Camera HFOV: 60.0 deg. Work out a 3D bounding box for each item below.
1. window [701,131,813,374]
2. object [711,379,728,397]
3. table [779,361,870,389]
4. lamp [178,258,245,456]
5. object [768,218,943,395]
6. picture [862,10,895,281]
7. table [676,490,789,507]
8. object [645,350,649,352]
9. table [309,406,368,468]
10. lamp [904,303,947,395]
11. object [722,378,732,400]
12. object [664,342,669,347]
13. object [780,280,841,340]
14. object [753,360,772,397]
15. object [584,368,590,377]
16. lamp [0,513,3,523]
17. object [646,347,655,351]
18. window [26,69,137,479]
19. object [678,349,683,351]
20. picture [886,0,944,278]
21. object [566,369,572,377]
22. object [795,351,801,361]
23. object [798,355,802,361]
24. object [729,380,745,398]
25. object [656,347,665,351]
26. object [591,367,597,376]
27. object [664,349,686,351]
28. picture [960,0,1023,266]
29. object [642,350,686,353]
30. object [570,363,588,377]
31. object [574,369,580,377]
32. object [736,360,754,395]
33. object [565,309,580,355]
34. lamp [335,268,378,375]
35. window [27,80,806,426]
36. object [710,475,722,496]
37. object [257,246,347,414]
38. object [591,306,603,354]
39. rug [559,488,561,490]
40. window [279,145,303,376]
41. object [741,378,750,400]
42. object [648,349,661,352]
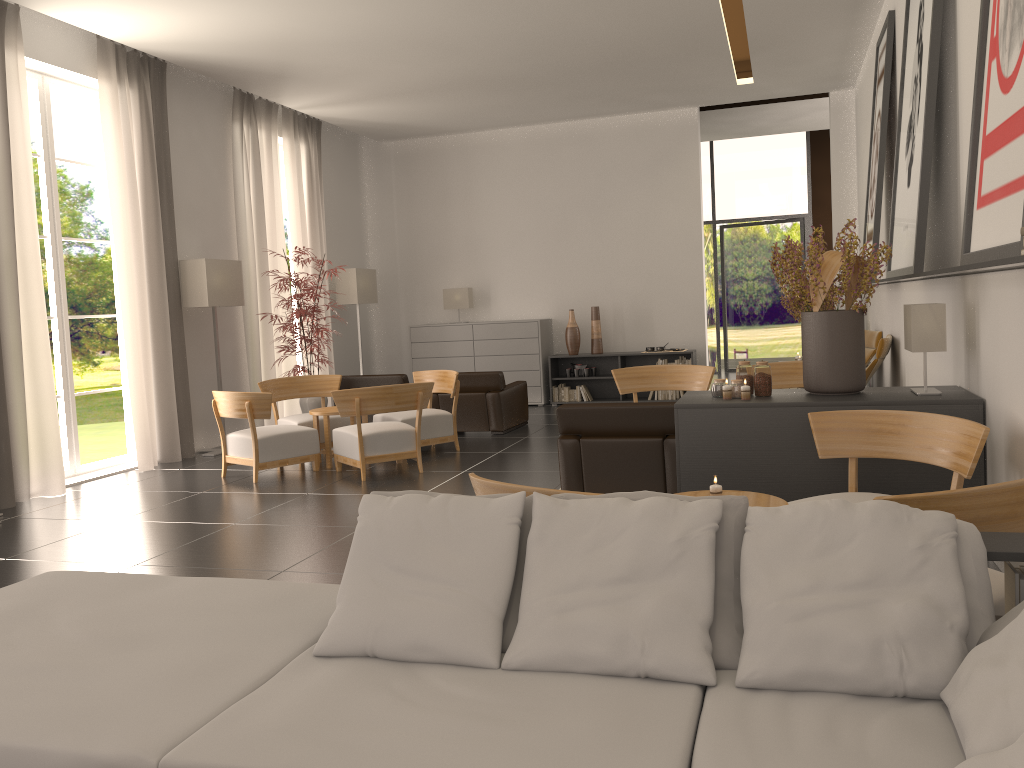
[{"bbox_3d":[3.347,-3.896,25.906,10.307,7.372,0.100,-2,4,17],"label":"window"},{"bbox_3d":[1.891,0.036,8.068,0.157,0.158,0.158,-4,4,-10],"label":"object"},{"bbox_3d":[5.818,0.028,16.541,1.600,0.839,1.602,-1,5,17],"label":"table"},{"bbox_3d":[-4.881,-0.453,14.711,0.908,3.175,1.001,-2,4,17],"label":"lamp"},{"bbox_3d":[3.012,-0.693,7.757,1.422,1.552,1.438,0,5,30],"label":"object"},{"bbox_3d":[5.099,-3.179,12.405,0.384,3.489,1.602,-2,4,17],"label":"picture"},{"bbox_3d":[1.358,1.177,5.769,0.869,0.802,0.871,-2,4,10],"label":"table"},{"bbox_3d":[2.881,-0.707,18.884,0.034,0.040,0.112,-5,5,-28],"label":"object"},{"bbox_3d":[-2.510,0.762,13.028,0.870,0.802,0.871,1,6,40],"label":"table"},{"bbox_3d":[3.512,-0.301,7.543,0.257,0.756,0.515,-2,4,17],"label":"lamp"},{"bbox_3d":[1.901,0.040,7.837,0.076,0.187,0.076,0,5,34],"label":"object"},{"bbox_3d":[3.243,-0.808,19.014,0.261,0.151,0.086,-4,4,-15],"label":"object"},{"bbox_3d":[5.675,-1.181,16.734,1.588,1.552,0.928,-7,6,-44],"label":"object"},{"bbox_3d":[2.240,-0.054,7.923,0.158,0.325,0.157,-6,5,-36],"label":"object"},{"bbox_3d":[1.613,-0.244,19.142,0.136,0.178,0.135,-4,4,-12],"label":"object"},{"bbox_3d":[-6.331,0.019,9.966,0.908,3.175,1.001,-2,4,17],"label":"lamp"},{"bbox_3d":[2.977,-0.749,19.072,0.188,0.082,0.188,-5,5,-22],"label":"object"},{"bbox_3d":[-6.523,-1.521,12.694,0.110,5.743,2.647,-2,4,17],"label":"window"},{"bbox_3d":[3.518,-0.707,18.501,0.112,0.040,0.034,-2,4,6],"label":"object"},{"bbox_3d":[3.985,-2.817,8.759,0.384,3.489,2.196,-2,4,17],"label":"picture"},{"bbox_3d":[1.236,-0.238,19.306,0.135,0.178,0.136,-2,4,18],"label":"object"},{"bbox_3d":[5.286,-0.479,16.377,0.108,0.254,0.108,-4,4,-18],"label":"object"},{"bbox_3d":[5.344,-0.438,16.247,0.207,0.187,0.111,-3,4,4],"label":"object"},{"bbox_3d":[2.010,0.043,7.915,0.157,0.158,0.158,-4,4,-10],"label":"object"},{"bbox_3d":[3.190,-0.754,19.002,0.188,0.082,0.188,0,5,31],"label":"object"},{"bbox_3d":[1.778,-0.266,19.306,0.135,0.178,0.136,-1,4,23],"label":"object"},{"bbox_3d":[3.454,-0.722,18.758,0.293,0.034,0.405,-5,5,-25],"label":"object"},{"bbox_3d":[2.803,-2.432,4.888,0.384,3.489,1.602,-2,4,17],"label":"picture"},{"bbox_3d":[3.234,-0.694,18.793,0.893,0.003,0.672,-1,5,20],"label":"object"},{"bbox_3d":[1.470,-0.321,19.370,0.413,0.309,0.142,0,5,32],"label":"object"},{"bbox_3d":[1.406,-0.236,19.176,0.135,0.178,0.136,-2,4,18],"label":"object"},{"bbox_3d":[2.121,-0.060,8.075,0.157,0.325,0.158,-2,4,9],"label":"object"},{"bbox_3d":[1.312,-1.120,19.186,0.326,0.991,0.327,0,5,41],"label":"object"},{"bbox_3d":[-3.367,-0.945,19.669,0.908,3.175,1.001,-2,4,17],"label":"lamp"},{"bbox_3d":[6.797,-5.267,18.479,99.103,20.556,48.697,-1,5,17],"label":"window"},{"bbox_3d":[1.323,0.684,5.752,0.080,0.187,0.080,-4,4,-18],"label":"object"},{"bbox_3d":[-3.620,-0.674,15.351,1.489,3.393,1.773,-3,4,2],"label":"object"},{"bbox_3d":[1.828,-1.168,19.256,0.262,1.024,0.263,-1,4,21],"label":"object"},{"bbox_3d":[2.748,1.090,10.697,3.999,0.010,3.563,-1,5,17],"label":"rug"},{"bbox_3d":[-4.983,-2.022,17.736,0.110,5.743,2.647,-2,4,17],"label":"window"},{"bbox_3d":[2.033,0.043,7.717,0.080,0.187,0.080,-1,4,27],"label":"object"},{"bbox_3d":[3.031,-0.716,18.791,0.292,0.058,0.086,-3,4,4],"label":"object"}]
